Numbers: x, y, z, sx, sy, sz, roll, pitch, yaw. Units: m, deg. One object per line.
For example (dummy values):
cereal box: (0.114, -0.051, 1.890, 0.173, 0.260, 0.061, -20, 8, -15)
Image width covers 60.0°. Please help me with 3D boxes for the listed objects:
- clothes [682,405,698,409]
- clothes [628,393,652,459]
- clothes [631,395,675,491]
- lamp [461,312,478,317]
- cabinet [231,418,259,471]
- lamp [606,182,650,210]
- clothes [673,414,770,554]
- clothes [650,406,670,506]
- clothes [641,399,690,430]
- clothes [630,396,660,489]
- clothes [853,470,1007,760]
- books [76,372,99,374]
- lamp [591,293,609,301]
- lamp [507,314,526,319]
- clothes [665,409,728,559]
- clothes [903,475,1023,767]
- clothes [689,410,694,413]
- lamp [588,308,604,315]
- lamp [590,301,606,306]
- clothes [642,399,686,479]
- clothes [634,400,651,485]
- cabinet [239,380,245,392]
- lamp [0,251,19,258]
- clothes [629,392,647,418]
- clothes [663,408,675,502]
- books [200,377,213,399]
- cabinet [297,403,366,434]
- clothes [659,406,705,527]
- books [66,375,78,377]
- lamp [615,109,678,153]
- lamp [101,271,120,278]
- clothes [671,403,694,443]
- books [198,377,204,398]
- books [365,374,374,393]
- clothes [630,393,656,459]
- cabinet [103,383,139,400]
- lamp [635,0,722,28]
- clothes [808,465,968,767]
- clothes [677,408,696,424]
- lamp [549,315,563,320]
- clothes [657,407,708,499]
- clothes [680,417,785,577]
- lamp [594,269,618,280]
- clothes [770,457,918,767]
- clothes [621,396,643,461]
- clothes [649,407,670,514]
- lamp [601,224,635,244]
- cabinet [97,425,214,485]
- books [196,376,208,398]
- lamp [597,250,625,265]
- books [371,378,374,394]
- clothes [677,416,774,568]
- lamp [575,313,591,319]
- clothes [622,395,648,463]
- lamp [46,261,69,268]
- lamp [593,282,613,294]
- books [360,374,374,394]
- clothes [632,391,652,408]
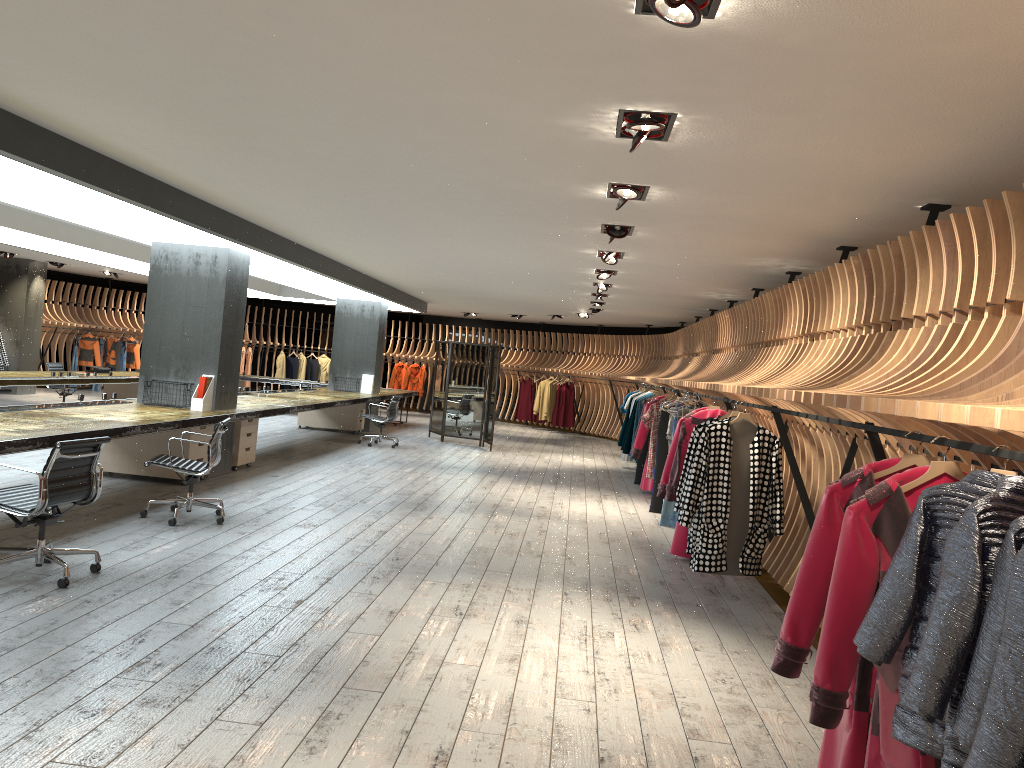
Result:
clothes: (1.880, 0.865, 9.582, 0.277, 1.291, 0.316, 5, 0, -32)
clothes: (2.208, 0.675, 13.787, 0.715, 1.088, 0.257, 5, 0, 0)
clothes: (2.034, 0.807, 11.833, 0.840, 1.312, 0.321, 6, 0, 13)
lamp: (-1.050, -1.841, 22.525, 0.493, 0.292, 0.269, 6, 1, 37)
cabinet: (-3.744, 0.656, 10.740, 1.132, 0.630, 0.593, 5, 1, 4)
lamp: (0.777, -1.325, 5.944, 0.269, 0.294, 0.493, 5, 1, 4)
clothes: (1.659, 0.816, 6.944, 0.773, 1.160, 0.191, 6, 0, 25)
clothes: (1.911, 0.949, 10.492, 0.540, 1.352, 0.087, 6, 0, 44)
clothes: (1.990, 0.704, 11.216, 0.761, 1.020, 0.187, 5, 0, 5)
clothes: (2.057, 0.803, 12.122, 0.840, 1.312, 0.321, 5, 0, 3)
clothes: (1.330, 0.674, 2.535, 0.166, 0.854, 0.746, 5, 1, -41)
books: (-6.914, -0.171, 14.460, 0.213, 0.026, 0.366, 6, 1, 5)
lamp: (1.381, -1.435, 13.896, 0.269, 0.286, 0.493, 5, 1, 4)
lamp: (0.144, -1.705, 21.486, 0.269, 0.294, 0.493, 5, 1, -41)
clothes: (1.722, 0.866, 7.707, 0.840, 1.312, 0.320, 6, 0, 33)
clothes: (1.283, 0.661, 2.258, 0.501, 0.854, 0.245, 5, 0, -11)
clothes: (1.926, 0.647, 8.970, 0.336, 0.776, 0.254, 6, 0, 20)
lamp: (1.619, -1.475, 17.076, 0.269, 0.291, 0.493, 5, 1, 0)
lamp: (1.501, -1.452, 15.486, 0.269, 0.294, 0.493, 5, 1, 4)
clothes: (1.958, 0.703, 10.995, 0.759, 1.030, 0.179, 5, 0, -10)
clothes: (2.090, 0.917, 12.879, 0.539, 1.352, 0.087, 5, 0, 9)
cabinet: (-6.566, 0.196, 20.054, 0.593, 0.630, 1.131, 5, 1, 4)
lamp: (-9.614, -2.537, 16.830, 0.269, 0.292, 0.493, 5, 1, 4)
clothes: (2.277, 0.676, 14.539, 0.733, 1.106, 0.165, 6, 0, 9)
clothes: (1.854, 0.838, 9.982, 0.278, 1.141, 0.172, 5, 0, 12)
books: (-3.317, 0.105, 9.615, 0.048, 0.368, 0.215, 5, 0, 4)
cabinet: (-3.408, 0.563, 16.787, 1.132, 0.630, 0.593, 5, 1, 4)
clothes: (1.801, 0.981, 9.441, 0.373, 1.536, 0.312, 5, 0, 16)
books: (-6.573, -0.120, 13.252, 0.155, 0.025, 0.110, 5, 1, -1)
lamp: (0.656, -1.303, 4.354, 0.269, 0.295, 0.493, 5, 1, 4)
lamp: (-9.000, -2.540, 19.938, 0.269, 0.296, 0.492, 6, 1, 24)
clothes: (1.843, 0.972, 9.731, 0.277, 1.543, 0.316, 5, 0, 3)
books: (-3.338, 0.103, 9.617, 0.048, 0.368, 0.215, 5, 0, 4)
books: (-2.789, 0.004, 17.164, 0.215, 0.368, 0.047, 5, 0, 4)
clothes: (2.175, 0.680, 13.349, 0.715, 1.088, 0.257, 6, 0, 10)
cabinet: (-6.848, 0.246, 16.364, 1.132, 0.630, 0.593, 5, 1, 4)
lamp: (0.536, -1.283, 2.763, 0.269, 0.294, 0.493, 5, 1, 4)
clothes: (1.427, 0.939, 2.914, 0.840, 1.317, 0.318, 6, 0, 12)
clothes: (1.817, 0.639, 9.152, 0.278, 0.767, 0.263, 5, 0, 12)
lamp: (1.025, -1.595, 20.171, 0.269, 0.292, 0.493, 5, 1, -28)
clothes: (1.742, 0.862, 7.995, 0.840, 1.312, 0.321, 6, 0, 23)
clothes: (1.620, 0.823, 6.429, 0.772, 1.160, 0.191, 5, 0, -5)
lamp: (1.139, -1.388, 10.715, 0.269, 0.296, 0.493, 5, 1, 4)
clothes: (1.378, 0.923, 3.197, 0.840, 1.312, 0.320, 6, 0, 33)
clothes: (2.210, 0.698, 14.018, 0.914, 1.081, 0.238, 6, 0, 9)
clothes: (1.913, 0.953, 10.289, 0.539, 1.352, 0.087, 5, 0, 4)
lamp: (0.898, -1.348, 7.534, 0.269, 0.291, 0.493, 5, 1, 4)
cabinet: (-3.847, 0.674, 9.391, 1.132, 0.630, 0.593, 5, 1, 4)
books: (-3.360, 0.101, 9.618, 0.048, 0.368, 0.215, 5, 0, 4)
lamp: (1.019, -1.372, 9.125, 0.269, 0.284, 0.493, 5, 1, 4)
books: (-2.793, 0.005, 17.122, 0.215, 0.368, 0.075, 5, 0, 4)
clothes: (1.650, 0.821, 6.652, 0.773, 1.160, 0.191, 5, 0, 5)
lamp: (1.531, -1.519, 18.666, 0.269, 0.287, 0.493, 5, 1, -15)
clothes: (2.190, 0.704, 13.663, 0.914, 1.081, 0.238, 5, 0, 4)
lamp: (-9.434, -2.552, 18.413, 0.269, 0.292, 0.492, 6, 1, 11)
lamp: (1.260, -1.407, 12.305, 0.269, 0.301, 0.493, 5, 1, 4)
books: (-2.795, 0.005, 17.094, 0.215, 0.368, 0.073, 5, 0, 4)
clothes: (2.206, 0.673, 14.354, 0.733, 1.106, 0.165, 5, 0, 4)
